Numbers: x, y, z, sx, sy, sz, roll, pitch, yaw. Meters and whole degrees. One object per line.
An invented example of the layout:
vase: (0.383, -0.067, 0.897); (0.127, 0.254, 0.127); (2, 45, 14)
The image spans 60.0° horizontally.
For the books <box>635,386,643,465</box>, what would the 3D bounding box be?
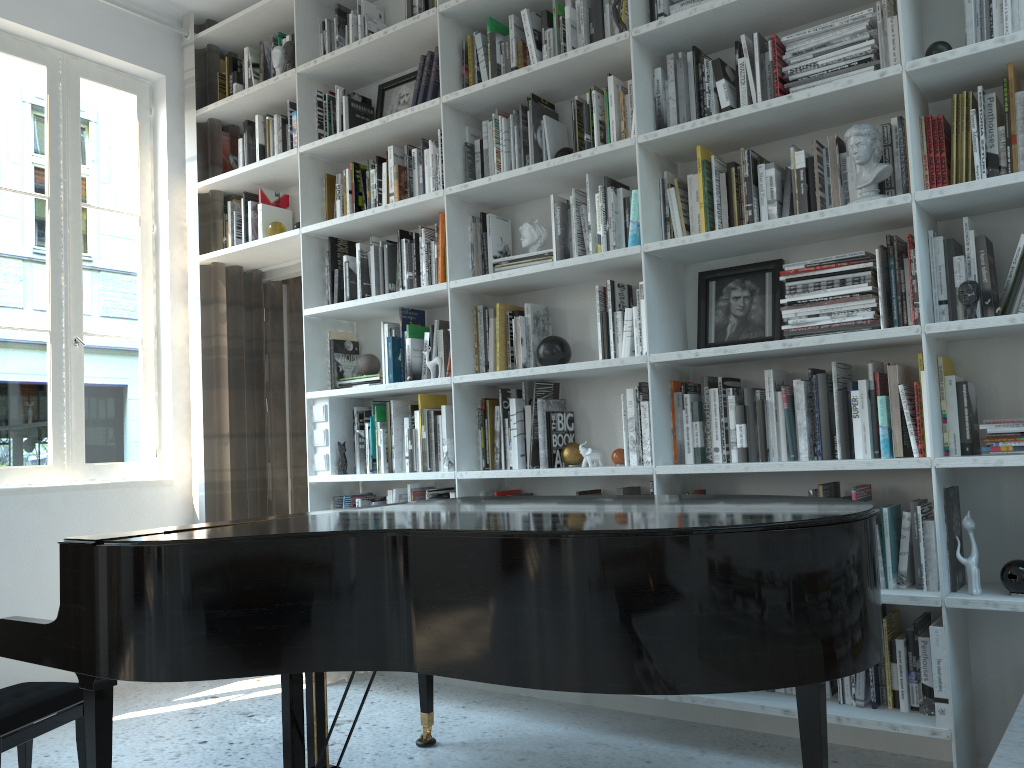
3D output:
books: (0.486, 0.148, 3.156); (0.010, 0.277, 0.155); (-5, -5, 36)

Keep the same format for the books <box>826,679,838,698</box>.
books: (0.989, 0.829, 2.764); (0.024, 0.262, 0.131); (-5, -5, 36)

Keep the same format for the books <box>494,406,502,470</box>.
books: (-0.012, 0.211, 3.499); (0.042, 0.248, 0.162); (-5, -5, 36)

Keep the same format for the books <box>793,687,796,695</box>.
books: (0.921, 0.865, 2.813); (0.024, 0.203, 0.144); (-5, -5, 36)

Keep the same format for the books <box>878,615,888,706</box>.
books: (1.130, 0.827, 2.662); (0.028, 0.238, 0.140); (-5, -5, 36)

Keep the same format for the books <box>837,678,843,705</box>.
books: (1.023, 0.852, 2.710); (0.010, 0.205, 0.180); (-5, -5, 36)

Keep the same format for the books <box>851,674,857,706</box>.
books: (1.057, 0.805, 2.694); (0.011, 0.292, 0.184); (-5, -5, 36)

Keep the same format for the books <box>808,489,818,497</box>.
books: (0.952, 0.465, 2.729); (0.012, 0.285, 0.159); (-5, -5, 36)

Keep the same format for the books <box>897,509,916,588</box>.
books: (1.164, 0.479, 2.598); (0.053, 0.220, 0.132); (-5, -5, 36)

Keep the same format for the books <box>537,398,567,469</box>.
books: (0.157, 0.187, 3.372); (0.027, 0.261, 0.163); (-5, -5, 36)

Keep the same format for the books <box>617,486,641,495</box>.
books: (0.428, 0.520, 3.197); (0.025, 0.294, 0.134); (-5, -5, 36)

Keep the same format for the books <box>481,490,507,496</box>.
books: (-0.065, 0.572, 3.544); (0.012, 0.285, 0.159); (-5, -5, 36)

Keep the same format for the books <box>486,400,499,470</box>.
books: (-0.039, 0.201, 3.509); (0.012, 0.272, 0.181); (-5, -5, 36)

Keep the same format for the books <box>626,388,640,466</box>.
books: (0.463, 0.153, 3.155); (0.027, 0.269, 0.159); (-5, -5, 36)

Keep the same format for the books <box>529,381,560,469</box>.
books: (0.125, 0.157, 3.398); (0.050, 0.328, 0.166); (-5, -5, 36)

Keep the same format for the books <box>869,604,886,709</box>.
books: (1.098, 0.789, 2.657); (0.013, 0.317, 0.186); (-5, -5, 36)

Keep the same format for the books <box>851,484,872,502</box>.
books: (1.052, 0.450, 2.645); (0.015, 0.293, 0.169); (-5, -5, 36)

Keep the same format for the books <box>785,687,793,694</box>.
books: (0.899, 0.839, 2.832); (0.028, 0.260, 0.132); (-5, -5, 36)

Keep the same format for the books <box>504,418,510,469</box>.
books: (0.029, 0.233, 3.473); (0.024, 0.196, 0.157); (-5, -5, 36)

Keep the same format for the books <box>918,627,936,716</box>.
books: (1.222, 0.826, 2.573); (0.029, 0.217, 0.191); (-5, -5, 36)

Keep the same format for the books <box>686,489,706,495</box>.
books: (0.621, 0.498, 2.957); (0.012, 0.284, 0.137); (-5, -5, 36)

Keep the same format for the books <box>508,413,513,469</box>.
books: (0.045, 0.222, 3.456); (0.021, 0.215, 0.172); (-5, -5, 36)

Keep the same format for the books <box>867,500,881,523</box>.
books: (1.065, 0.473, 2.630); (0.022, 0.244, 0.180); (-5, -5, 36)

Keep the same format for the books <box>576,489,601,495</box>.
books: (0.291, 0.537, 3.283); (0.012, 0.285, 0.159); (-5, -5, 36)

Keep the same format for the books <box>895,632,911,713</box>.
books: (1.171, 0.838, 2.614); (0.022, 0.205, 0.191); (-5, -5, 36)

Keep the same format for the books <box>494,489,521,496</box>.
books: (-0.010, 0.565, 3.500); (0.013, 0.287, 0.161); (-5, -5, 36)

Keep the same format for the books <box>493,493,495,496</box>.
books: (-0.021, 0.569, 3.504); (0.010, 0.282, 0.149); (-5, -5, 36)

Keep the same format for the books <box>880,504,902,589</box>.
books: (1.121, 0.475, 2.606); (0.024, 0.232, 0.146); (-5, -5, 36)

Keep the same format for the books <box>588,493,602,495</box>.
books: (0.299, 0.543, 3.272); (0.012, 0.270, 0.142); (-5, -5, 36)

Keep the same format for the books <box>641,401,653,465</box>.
books: (0.507, 0.173, 3.125); (0.029, 0.220, 0.153); (-5, -5, 36)

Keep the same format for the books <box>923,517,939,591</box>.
books: (1.213, 0.484, 2.542); (0.027, 0.196, 0.147); (-5, -5, 36)

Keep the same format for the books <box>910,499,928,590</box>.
books: (1.187, 0.461, 2.568); (0.022, 0.249, 0.130); (-5, -5, 36)

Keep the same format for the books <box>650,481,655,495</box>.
books: (0.535, 0.494, 3.092); (0.013, 0.320, 0.173); (-5, -5, 36)

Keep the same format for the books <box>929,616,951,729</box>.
books: (1.233, 0.794, 2.497); (0.038, 0.269, 0.277); (-5, -5, 36)

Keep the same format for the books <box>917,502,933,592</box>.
books: (1.196, 0.464, 2.552); (0.010, 0.238, 0.167); (-5, -5, 36)

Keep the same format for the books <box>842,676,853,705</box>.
books: (1.042, 0.848, 2.702); (0.029, 0.210, 0.170); (-5, -5, 36)

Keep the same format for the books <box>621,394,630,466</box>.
books: (0.442, 0.164, 3.183); (0.012, 0.254, 0.161); (-5, -5, 36)

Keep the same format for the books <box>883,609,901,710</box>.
books: (1.137, 0.815, 2.639); (0.011, 0.258, 0.171); (-5, -5, 36)

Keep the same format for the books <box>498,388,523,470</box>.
books: (0.009, 0.176, 3.484); (0.014, 0.313, 0.166); (-5, -5, 36)

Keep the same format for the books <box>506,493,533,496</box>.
books: (0.038, 0.568, 3.475); (0.026, 0.273, 0.146); (-5, -5, 36)

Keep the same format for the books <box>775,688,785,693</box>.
books: (0.877, 0.854, 2.849); (0.030, 0.234, 0.138); (-5, -5, 36)

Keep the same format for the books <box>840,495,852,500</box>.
books: (1.035, 0.471, 2.688); (0.066, 0.260, 0.133); (-5, -5, 36)

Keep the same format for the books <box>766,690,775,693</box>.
books: (0.851, 0.827, 2.864); (0.026, 0.294, 0.155); (-5, -5, 36)

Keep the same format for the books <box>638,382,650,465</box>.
books: (0.493, 0.140, 3.146); (0.014, 0.290, 0.132); (-5, -5, 36)

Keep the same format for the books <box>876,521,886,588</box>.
books: (1.100, 0.502, 2.626); (0.036, 0.183, 0.146); (-5, -5, 36)

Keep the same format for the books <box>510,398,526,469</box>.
books: (0.061, 0.193, 3.441); (0.027, 0.269, 0.185); (-5, -5, 36)

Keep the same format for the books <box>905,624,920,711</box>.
books: (1.197, 0.825, 2.609); (0.028, 0.227, 0.162); (-5, -5, 36)

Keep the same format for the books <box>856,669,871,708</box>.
books: (1.074, 0.824, 2.669); (0.044, 0.251, 0.187); (-5, -5, 36)

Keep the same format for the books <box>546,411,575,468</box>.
books: (0.187, 0.210, 3.368); (0.023, 0.212, 0.160); (-5, -5, 36)

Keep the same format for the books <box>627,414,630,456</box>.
books: (0.458, 0.177, 3.181); (0.015, 0.225, 0.148); (-5, -5, 36)

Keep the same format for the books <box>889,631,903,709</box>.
books: (1.159, 0.847, 2.635); (0.024, 0.191, 0.155); (-5, -5, 36)

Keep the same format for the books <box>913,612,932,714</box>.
books: (1.208, 0.809, 2.591); (0.013, 0.256, 0.176); (-5, -5, 36)

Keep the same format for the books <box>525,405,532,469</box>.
books: (0.105, 0.204, 3.431); (0.029, 0.240, 0.135); (-5, -5, 36)

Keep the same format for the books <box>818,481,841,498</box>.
books: (0.974, 0.453, 2.696); (0.013, 0.303, 0.181); (-5, -5, 36)

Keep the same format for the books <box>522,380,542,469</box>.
books: (0.091, 0.157, 3.452); (0.013, 0.338, 0.138); (-5, -5, 36)
